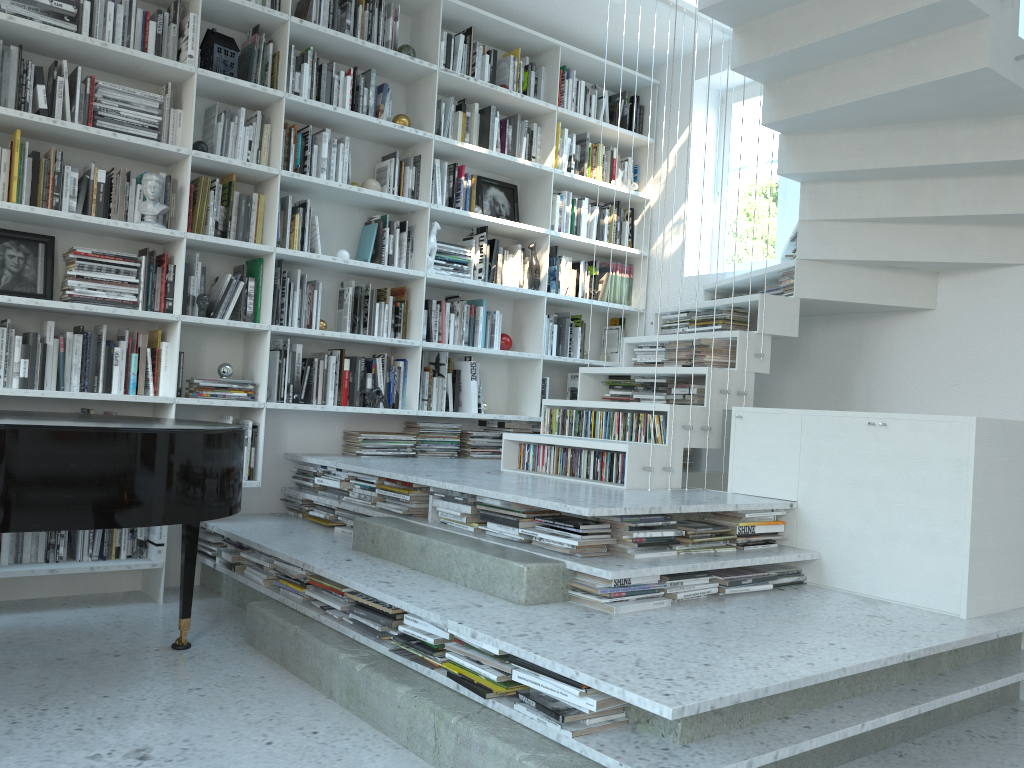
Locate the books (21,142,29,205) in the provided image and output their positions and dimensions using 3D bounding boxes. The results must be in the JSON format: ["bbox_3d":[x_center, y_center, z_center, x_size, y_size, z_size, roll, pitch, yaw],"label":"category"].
[{"bbox_3d":[-2.048,-0.855,3.701,0.010,0.281,0.170,4,-1,-38],"label":"books"}]

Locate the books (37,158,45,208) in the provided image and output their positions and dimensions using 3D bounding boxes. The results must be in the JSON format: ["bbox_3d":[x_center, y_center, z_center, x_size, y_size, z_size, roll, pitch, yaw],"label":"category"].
[{"bbox_3d":[-2.005,-0.825,3.746,0.012,0.228,0.169,4,-1,-38],"label":"books"}]

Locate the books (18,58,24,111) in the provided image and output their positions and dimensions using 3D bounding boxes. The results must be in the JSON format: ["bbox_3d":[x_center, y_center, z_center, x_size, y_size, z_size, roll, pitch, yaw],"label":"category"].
[{"bbox_3d":[-2.061,-1.210,3.695,0.011,0.252,0.153,4,-1,-38],"label":"books"}]

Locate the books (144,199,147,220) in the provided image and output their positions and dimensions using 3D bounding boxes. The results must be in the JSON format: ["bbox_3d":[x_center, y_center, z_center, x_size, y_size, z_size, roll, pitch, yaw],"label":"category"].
[{"bbox_3d":[-1.673,-0.786,4.018,0.012,0.205,0.145,4,-1,-38],"label":"books"}]

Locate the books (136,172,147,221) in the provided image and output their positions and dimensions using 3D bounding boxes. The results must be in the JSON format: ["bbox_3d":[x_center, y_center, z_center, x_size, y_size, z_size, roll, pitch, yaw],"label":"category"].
[{"bbox_3d":[-1.685,-0.816,4.014,0.014,0.263,0.135,4,-1,-38],"label":"books"}]

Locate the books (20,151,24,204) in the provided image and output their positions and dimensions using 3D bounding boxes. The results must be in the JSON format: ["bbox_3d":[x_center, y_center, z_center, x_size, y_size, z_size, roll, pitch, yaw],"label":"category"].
[{"bbox_3d":[-2.068,-0.838,3.708,0.010,0.244,0.149,4,-1,-38],"label":"books"}]

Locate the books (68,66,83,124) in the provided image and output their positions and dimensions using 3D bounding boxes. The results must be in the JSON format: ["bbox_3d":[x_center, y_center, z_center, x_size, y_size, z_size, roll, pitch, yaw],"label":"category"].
[{"bbox_3d":[-1.889,-1.206,3.812,0.021,0.269,0.191,4,-1,-38],"label":"books"}]

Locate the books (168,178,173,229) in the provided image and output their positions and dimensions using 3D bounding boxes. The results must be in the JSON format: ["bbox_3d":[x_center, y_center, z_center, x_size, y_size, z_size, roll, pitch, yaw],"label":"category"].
[{"bbox_3d":[-1.596,-0.808,4.080,0.014,0.261,0.137,4,-1,-38],"label":"books"}]

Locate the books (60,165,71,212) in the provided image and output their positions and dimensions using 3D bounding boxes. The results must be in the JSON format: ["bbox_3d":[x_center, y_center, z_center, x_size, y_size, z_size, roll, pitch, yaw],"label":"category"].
[{"bbox_3d":[-1.930,-0.813,3.804,0.024,0.216,0.175,4,-1,-38],"label":"books"}]

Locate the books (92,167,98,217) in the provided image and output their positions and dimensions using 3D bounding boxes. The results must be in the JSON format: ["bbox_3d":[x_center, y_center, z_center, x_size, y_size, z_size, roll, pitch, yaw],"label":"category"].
[{"bbox_3d":[-1.842,-0.814,3.873,0.010,0.234,0.175,4,-1,-38],"label":"books"}]

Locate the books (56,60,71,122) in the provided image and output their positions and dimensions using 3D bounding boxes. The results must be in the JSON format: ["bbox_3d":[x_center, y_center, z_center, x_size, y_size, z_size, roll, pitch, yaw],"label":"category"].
[{"bbox_3d":[-1.924,-1.219,3.802,0.049,0.291,0.162,4,-1,-38],"label":"books"}]

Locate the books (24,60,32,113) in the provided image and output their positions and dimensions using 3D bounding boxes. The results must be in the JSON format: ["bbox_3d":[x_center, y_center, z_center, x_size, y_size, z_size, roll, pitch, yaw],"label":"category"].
[{"bbox_3d":[-2.038,-1.208,3.708,0.014,0.250,0.172,4,-1,-38],"label":"books"}]

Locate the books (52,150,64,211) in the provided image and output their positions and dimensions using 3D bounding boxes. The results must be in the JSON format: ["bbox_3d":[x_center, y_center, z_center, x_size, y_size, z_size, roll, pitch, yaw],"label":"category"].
[{"bbox_3d":[-1.949,-0.841,3.771,0.028,0.267,0.189,4,-1,-38],"label":"books"}]

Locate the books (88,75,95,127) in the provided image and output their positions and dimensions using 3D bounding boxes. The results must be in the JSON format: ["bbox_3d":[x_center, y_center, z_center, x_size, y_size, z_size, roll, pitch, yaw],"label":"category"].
[{"bbox_3d":[-1.842,-1.191,3.842,0.013,0.247,0.176,4,-1,-38],"label":"books"}]

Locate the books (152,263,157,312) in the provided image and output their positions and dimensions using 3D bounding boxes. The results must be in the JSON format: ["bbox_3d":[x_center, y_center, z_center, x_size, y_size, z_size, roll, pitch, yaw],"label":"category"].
[{"bbox_3d":[-1.654,-0.429,4.051,0.013,0.232,0.134,4,-1,-38],"label":"books"}]

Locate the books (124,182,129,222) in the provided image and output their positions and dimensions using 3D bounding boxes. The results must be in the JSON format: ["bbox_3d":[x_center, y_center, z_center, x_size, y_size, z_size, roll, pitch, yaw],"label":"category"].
[{"bbox_3d":[-1.746,-0.792,3.967,0.022,0.206,0.114,4,-1,-38],"label":"books"}]

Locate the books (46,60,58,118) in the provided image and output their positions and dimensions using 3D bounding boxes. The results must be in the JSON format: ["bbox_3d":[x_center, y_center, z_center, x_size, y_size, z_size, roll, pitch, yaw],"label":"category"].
[{"bbox_3d":[-1.967,-1.219,3.773,0.022,0.285,0.130,4,-1,-38],"label":"books"}]

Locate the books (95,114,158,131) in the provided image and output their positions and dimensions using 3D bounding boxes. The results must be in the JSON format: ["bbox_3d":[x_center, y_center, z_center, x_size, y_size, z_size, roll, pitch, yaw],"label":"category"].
[{"bbox_3d":[-1.734,-1.149,3.955,0.254,0.012,0.161,5,-2,-36],"label":"books"}]

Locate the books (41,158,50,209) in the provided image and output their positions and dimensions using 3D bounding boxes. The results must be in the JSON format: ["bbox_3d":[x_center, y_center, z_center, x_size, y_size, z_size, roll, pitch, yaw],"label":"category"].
[{"bbox_3d":[-1.995,-0.827,3.763,0.025,0.236,0.137,4,-1,-38],"label":"books"}]

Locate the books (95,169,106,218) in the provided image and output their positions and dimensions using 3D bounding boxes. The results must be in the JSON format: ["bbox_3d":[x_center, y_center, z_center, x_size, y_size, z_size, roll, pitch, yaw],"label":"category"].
[{"bbox_3d":[-1.821,-0.808,3.876,0.029,0.224,0.185,4,-1,-38],"label":"books"}]

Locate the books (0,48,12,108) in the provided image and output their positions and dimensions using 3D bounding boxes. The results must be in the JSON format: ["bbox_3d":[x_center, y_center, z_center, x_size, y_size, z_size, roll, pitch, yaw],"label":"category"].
[{"bbox_3d":[-2.098,-1.221,3.649,0.025,0.266,0.185,4,-1,-38],"label":"books"}]

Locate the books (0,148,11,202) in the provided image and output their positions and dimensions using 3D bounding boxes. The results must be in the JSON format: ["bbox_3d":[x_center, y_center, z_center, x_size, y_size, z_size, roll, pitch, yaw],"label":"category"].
[{"bbox_3d":[-2.113,-0.839,3.671,0.029,0.240,0.155,4,-1,-38],"label":"books"}]

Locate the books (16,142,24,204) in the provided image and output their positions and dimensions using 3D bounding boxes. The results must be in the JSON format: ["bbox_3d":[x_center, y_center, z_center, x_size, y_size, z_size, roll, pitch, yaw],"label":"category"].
[{"bbox_3d":[-2.057,-0.849,3.675,0.015,0.266,0.189,4,-1,-38],"label":"books"}]

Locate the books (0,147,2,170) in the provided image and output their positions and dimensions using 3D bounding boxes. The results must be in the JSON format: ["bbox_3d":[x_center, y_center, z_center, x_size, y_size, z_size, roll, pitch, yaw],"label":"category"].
[{"bbox_3d":[-2.139,-0.845,3.659,0.026,0.248,0.139,4,-1,-38],"label":"books"}]

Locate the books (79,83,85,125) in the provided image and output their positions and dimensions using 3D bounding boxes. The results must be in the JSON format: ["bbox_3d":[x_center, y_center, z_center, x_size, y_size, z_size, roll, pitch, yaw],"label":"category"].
[{"bbox_3d":[-1.882,-1.178,3.838,0.024,0.216,0.132,4,-1,-38],"label":"books"}]

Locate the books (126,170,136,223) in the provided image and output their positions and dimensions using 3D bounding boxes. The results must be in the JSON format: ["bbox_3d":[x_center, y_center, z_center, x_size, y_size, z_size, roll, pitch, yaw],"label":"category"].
[{"bbox_3d":[-1.723,-0.817,3.976,0.024,0.259,0.126,4,-1,-38],"label":"books"}]

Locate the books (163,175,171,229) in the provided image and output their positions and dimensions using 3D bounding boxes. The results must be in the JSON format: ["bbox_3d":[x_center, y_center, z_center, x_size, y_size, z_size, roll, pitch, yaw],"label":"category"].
[{"bbox_3d":[-1.599,-0.811,4.062,0.014,0.266,0.153,4,-1,-38],"label":"books"}]

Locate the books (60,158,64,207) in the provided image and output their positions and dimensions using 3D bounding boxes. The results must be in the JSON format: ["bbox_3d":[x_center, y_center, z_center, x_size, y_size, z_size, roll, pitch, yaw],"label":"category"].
[{"bbox_3d":[-1.952,-0.832,3.804,0.011,0.251,0.130,4,-1,-38],"label":"books"}]

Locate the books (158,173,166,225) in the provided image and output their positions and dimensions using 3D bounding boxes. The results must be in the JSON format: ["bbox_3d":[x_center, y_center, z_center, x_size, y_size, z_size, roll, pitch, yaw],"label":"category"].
[{"bbox_3d":[-1.624,-0.819,4.063,0.025,0.279,0.108,4,-1,-38],"label":"books"}]

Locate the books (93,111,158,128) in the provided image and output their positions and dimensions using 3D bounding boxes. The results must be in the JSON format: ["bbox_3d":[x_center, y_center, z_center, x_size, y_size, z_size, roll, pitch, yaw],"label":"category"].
[{"bbox_3d":[-1.734,-1.162,3.956,0.254,0.012,0.161,5,-2,-40],"label":"books"}]

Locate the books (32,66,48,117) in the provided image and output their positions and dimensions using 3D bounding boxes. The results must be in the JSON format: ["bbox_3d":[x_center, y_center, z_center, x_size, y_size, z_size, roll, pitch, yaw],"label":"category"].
[{"bbox_3d":[-1.995,-1.198,3.736,0.066,0.236,0.153,4,-1,-38],"label":"books"}]

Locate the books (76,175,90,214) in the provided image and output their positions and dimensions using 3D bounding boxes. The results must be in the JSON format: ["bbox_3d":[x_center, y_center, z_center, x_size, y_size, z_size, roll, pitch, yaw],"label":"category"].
[{"bbox_3d":[-1.886,-0.800,3.856,0.050,0.199,0.145,4,-1,-38],"label":"books"}]

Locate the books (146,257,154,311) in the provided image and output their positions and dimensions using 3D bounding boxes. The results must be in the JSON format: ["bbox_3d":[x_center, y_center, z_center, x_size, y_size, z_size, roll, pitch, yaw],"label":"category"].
[{"bbox_3d":[-1.668,-0.443,4.032,0.013,0.256,0.162,4,-1,-38],"label":"books"}]

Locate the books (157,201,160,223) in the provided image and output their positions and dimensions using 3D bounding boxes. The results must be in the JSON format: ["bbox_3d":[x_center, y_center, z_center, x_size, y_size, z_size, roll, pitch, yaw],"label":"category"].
[{"bbox_3d":[-1.638,-0.811,4.039,0.025,0.259,0.130,4,-1,-38],"label":"books"}]

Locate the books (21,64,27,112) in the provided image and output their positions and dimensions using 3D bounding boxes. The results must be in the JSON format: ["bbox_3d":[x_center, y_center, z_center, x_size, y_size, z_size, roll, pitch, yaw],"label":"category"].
[{"bbox_3d":[-2.052,-1.200,3.702,0.014,0.233,0.147,4,-1,-38],"label":"books"}]

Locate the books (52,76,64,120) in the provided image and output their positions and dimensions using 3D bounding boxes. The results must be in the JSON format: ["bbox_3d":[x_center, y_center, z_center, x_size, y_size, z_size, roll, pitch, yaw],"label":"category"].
[{"bbox_3d":[-1.947,-1.184,3.782,0.024,0.216,0.148,4,-1,-38],"label":"books"}]

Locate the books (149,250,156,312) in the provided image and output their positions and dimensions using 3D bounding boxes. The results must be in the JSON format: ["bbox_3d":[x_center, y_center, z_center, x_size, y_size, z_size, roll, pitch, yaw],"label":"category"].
[{"bbox_3d":[-1.657,-0.458,4.039,0.011,0.288,0.152,4,-1,-38],"label":"books"}]

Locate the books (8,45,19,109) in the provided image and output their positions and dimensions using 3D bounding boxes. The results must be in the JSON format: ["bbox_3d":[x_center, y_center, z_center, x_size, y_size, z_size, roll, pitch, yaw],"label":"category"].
[{"bbox_3d":[-2.087,-1.234,3.680,0.029,0.295,0.151,4,-1,-38],"label":"books"}]

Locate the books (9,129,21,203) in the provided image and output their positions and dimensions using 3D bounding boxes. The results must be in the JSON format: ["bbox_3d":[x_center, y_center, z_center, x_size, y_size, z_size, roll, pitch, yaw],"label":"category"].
[{"bbox_3d":[-2.067,-0.875,3.667,0.014,0.317,0.188,4,-1,-38],"label":"books"}]

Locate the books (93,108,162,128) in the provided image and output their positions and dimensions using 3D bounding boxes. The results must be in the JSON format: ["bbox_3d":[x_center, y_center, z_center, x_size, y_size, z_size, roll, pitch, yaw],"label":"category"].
[{"bbox_3d":[-1.735,-1.173,3.958,0.285,0.012,0.159,5,-2,-37],"label":"books"}]

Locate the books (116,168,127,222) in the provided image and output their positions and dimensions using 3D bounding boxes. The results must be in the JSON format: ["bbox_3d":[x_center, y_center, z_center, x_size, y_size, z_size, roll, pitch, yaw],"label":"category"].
[{"bbox_3d":[-1.753,-0.820,3.940,0.025,0.258,0.150,4,-1,-38],"label":"books"}]

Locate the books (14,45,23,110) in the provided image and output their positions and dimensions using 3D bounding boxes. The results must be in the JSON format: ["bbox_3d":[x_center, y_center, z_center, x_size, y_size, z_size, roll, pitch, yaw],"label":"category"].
[{"bbox_3d":[-2.066,-1.235,3.686,0.011,0.300,0.179,4,-1,-38],"label":"books"}]

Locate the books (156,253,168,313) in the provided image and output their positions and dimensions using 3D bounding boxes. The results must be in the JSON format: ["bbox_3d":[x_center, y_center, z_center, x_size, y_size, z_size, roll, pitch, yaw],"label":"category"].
[{"bbox_3d":[-1.615,-0.451,4.057,0.011,0.279,0.186,4,-1,-38],"label":"books"}]

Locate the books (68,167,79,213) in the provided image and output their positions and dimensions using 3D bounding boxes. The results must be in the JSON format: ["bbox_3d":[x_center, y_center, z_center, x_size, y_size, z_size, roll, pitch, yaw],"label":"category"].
[{"bbox_3d":[-1.910,-0.810,3.822,0.030,0.215,0.168,4,-1,-38],"label":"books"}]

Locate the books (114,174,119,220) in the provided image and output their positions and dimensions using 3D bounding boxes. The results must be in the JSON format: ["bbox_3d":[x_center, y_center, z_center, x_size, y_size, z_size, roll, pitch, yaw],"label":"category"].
[{"bbox_3d":[-1.785,-0.807,3.940,0.025,0.230,0.143,4,-1,-38],"label":"books"}]

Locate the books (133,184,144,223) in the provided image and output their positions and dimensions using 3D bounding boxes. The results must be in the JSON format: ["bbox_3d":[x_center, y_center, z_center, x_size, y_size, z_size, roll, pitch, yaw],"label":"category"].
[{"bbox_3d":[-1.700,-0.786,3.992,0.035,0.201,0.149,4,-1,-38],"label":"books"}]

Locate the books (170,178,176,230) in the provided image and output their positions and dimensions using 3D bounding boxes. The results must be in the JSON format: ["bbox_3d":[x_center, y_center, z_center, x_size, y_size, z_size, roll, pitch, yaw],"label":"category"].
[{"bbox_3d":[-1.586,-0.808,4.097,0.023,0.264,0.107,4,-1,-38],"label":"books"}]

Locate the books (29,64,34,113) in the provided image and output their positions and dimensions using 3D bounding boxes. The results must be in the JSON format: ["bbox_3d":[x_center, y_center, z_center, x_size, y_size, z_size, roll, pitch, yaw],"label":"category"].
[{"bbox_3d":[-2.029,-1.202,3.716,0.011,0.239,0.147,4,-1,-38],"label":"books"}]

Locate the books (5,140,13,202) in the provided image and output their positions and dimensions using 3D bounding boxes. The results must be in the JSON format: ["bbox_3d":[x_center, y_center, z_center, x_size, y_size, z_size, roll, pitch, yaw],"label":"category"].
[{"bbox_3d":[-2.104,-0.860,3.694,0.010,0.284,0.136,4,-1,-38],"label":"books"}]

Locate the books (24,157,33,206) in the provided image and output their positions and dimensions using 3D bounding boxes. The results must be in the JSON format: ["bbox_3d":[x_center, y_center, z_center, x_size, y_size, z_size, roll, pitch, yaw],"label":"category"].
[{"bbox_3d":[-2.050,-0.828,3.729,0.024,0.228,0.147,4,-1,-38],"label":"books"}]

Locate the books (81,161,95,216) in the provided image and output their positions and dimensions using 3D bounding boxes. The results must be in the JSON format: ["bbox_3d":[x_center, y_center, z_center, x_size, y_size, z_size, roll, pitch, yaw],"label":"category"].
[{"bbox_3d":[-1.854,-0.828,3.869,0.014,0.258,0.161,4,-1,-38],"label":"books"}]

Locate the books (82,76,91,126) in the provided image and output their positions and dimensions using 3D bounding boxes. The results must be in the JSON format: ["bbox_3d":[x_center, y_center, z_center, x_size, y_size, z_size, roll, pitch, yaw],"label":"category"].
[{"bbox_3d":[-1.860,-1.191,3.843,0.015,0.245,0.183,4,-1,-38],"label":"books"}]

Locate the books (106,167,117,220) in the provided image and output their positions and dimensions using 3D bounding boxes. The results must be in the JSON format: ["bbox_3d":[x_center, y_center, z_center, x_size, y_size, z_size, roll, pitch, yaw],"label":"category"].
[{"bbox_3d":[-1.776,-0.815,3.900,0.012,0.245,0.186,4,-1,-38],"label":"books"}]

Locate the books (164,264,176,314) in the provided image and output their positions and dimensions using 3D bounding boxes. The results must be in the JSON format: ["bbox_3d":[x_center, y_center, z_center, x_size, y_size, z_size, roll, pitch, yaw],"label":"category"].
[{"bbox_3d":[-1.593,-0.424,4.062,0.034,0.229,0.199,4,-1,-38],"label":"books"}]

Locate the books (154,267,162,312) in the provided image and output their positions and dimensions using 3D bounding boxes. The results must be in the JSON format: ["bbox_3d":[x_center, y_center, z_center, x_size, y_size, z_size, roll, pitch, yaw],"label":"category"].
[{"bbox_3d":[-1.640,-0.421,4.060,0.021,0.217,0.132,4,-1,-38],"label":"books"}]

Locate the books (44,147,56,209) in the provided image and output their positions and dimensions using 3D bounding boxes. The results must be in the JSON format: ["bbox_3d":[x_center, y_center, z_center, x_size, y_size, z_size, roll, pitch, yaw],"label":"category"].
[{"bbox_3d":[-1.974,-0.850,3.770,0.013,0.283,0.176,4,-1,-38],"label":"books"}]

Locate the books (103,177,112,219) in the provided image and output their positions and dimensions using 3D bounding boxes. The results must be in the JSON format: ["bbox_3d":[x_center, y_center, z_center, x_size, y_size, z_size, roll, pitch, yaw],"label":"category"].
[{"bbox_3d":[-1.800,-0.795,3.895,0.029,0.200,0.178,4,-1,-38],"label":"books"}]

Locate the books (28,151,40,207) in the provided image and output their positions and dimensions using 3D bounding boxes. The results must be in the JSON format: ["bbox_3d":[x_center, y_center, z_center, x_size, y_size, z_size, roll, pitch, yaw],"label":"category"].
[{"bbox_3d":[-2.032,-0.842,3.750,0.028,0.259,0.134,4,-1,-38],"label":"books"}]

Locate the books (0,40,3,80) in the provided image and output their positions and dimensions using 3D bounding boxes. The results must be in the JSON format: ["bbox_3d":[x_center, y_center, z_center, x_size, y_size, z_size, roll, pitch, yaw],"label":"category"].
[{"bbox_3d":[-2.128,-1.246,3.658,0.014,0.313,0.133,4,-1,-38],"label":"books"}]
